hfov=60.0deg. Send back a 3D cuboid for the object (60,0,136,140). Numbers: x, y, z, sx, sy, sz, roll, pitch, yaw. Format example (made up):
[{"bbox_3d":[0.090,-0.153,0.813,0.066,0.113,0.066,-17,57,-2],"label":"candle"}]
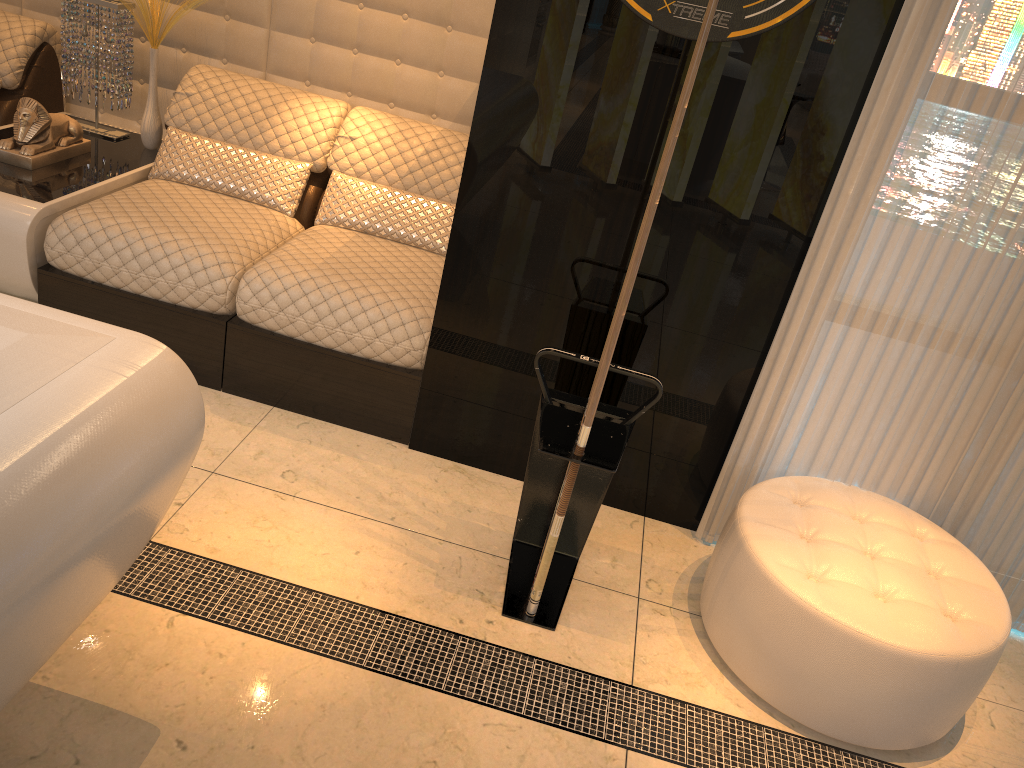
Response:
[{"bbox_3d":[-1.630,-1.252,3.481,0.247,0.522,0.124,16,27,3],"label":"object"}]

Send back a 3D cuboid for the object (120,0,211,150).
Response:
[{"bbox_3d":[-1.344,-1.232,3.376,0.390,0.718,0.388,12,27,-4],"label":"object"}]

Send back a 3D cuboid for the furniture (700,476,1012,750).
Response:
[{"bbox_3d":[0.900,0.575,2.377,0.735,0.357,0.735,17,27,5],"label":"furniture"}]

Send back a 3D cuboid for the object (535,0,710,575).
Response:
[{"bbox_3d":[0.246,-0.154,2.082,0.027,1.605,0.026,-13,37,-42],"label":"object"}]

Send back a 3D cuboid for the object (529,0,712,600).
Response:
[{"bbox_3d":[0.230,-0.115,1.996,0.027,1.605,0.026,-13,37,-42],"label":"object"}]

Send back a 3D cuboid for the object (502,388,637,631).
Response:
[{"bbox_3d":[0.124,0.329,2.313,0.261,0.508,0.325,16,27,3],"label":"object"}]

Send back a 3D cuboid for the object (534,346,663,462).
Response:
[{"bbox_3d":[0.193,0.075,2.285,0.330,0.297,0.032,16,27,3],"label":"object"}]

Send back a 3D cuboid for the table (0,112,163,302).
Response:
[{"bbox_3d":[-1.734,-0.657,3.374,0.608,0.457,1.143,16,27,3],"label":"table"}]

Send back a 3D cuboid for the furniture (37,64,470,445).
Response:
[{"bbox_3d":[-0.778,-0.555,3.240,1.312,0.810,1.107,16,27,3],"label":"furniture"}]

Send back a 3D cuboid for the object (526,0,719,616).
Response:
[{"bbox_3d":[0.222,-0.094,1.953,0.027,1.605,0.026,-13,37,-42],"label":"object"}]

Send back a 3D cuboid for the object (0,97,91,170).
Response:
[{"bbox_3d":[-1.678,-0.924,3.169,0.155,0.217,0.344,16,27,3],"label":"object"}]

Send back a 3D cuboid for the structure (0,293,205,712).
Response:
[{"bbox_3d":[-2.136,0.232,1.078,2.912,0.812,1.659,16,27,3],"label":"structure"}]

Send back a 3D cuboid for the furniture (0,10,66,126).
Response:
[{"bbox_3d":[-2.610,-1.072,3.354,1.312,0.810,1.107,16,27,3],"label":"furniture"}]

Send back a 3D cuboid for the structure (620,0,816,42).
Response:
[{"bbox_3d":[0.498,-1.153,2.063,0.669,0.669,0.048,16,27,3],"label":"structure"}]

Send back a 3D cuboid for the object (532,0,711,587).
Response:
[{"bbox_3d":[0.238,-0.134,2.040,0.027,1.605,0.026,-13,37,-42],"label":"object"}]
